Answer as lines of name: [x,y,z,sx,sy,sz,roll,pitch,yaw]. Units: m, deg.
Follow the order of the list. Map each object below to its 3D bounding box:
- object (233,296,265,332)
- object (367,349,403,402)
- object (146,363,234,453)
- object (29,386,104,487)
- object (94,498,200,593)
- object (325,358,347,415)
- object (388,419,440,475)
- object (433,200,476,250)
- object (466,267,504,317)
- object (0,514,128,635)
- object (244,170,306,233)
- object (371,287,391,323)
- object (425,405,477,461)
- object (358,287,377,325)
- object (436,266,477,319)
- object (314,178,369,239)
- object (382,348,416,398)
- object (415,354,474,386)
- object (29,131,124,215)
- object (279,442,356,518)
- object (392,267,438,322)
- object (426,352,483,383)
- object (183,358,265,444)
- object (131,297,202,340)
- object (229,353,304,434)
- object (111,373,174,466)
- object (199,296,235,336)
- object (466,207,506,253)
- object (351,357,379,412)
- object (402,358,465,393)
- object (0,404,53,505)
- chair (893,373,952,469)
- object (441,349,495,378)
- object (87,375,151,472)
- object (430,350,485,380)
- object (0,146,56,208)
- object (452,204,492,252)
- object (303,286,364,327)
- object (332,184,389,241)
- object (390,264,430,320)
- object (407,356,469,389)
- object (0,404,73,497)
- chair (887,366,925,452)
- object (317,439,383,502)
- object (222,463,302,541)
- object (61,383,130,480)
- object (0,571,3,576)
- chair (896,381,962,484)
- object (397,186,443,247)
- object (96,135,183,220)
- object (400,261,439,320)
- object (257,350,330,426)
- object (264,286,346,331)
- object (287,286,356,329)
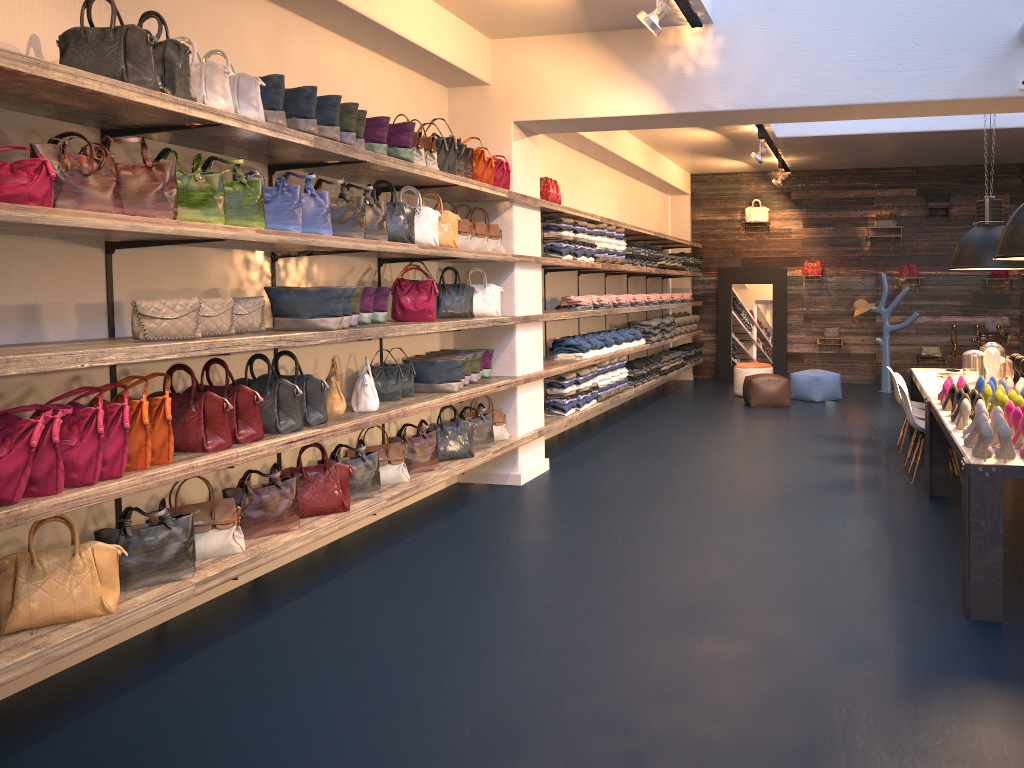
object: [-1.312,-0.336,4.168,0.096,0.175,0.292,2,6,40]
object: [-0.793,-0.050,5.399,0.253,0.328,0.101,-2,3,-28]
object: [-1.408,0.102,3.770,0.417,0.385,0.197,0,3,7]
object: [-1.592,0.194,3.100,0.293,0.341,0.227,-4,5,-40]
object: [-1.450,0.635,3.479,0.406,0.338,0.200,-3,4,-32]
object: [-1.026,0.007,4.946,0.161,0.308,0.328,-1,5,-11]
object: [-0.617,0.403,5.597,0.407,0.338,0.200,-4,5,-35]
object: [-0.456,-1.121,6.169,0.413,0.366,0.165,-3,4,-32]
object: [-0.263,-0.705,6.683,0.458,0.385,0.179,-3,4,-29]
object: [-1.619,0.648,3.099,0.461,0.385,0.177,-4,4,-35]
object: [-1.191,-0.879,4.223,0.407,0.304,0.173,-5,5,-42]
object: [-0.957,-0.485,5.386,0.420,0.235,0.177,0,4,-2]
object: [-0.436,0.329,6.021,0.462,0.385,0.177,-4,5,-38]
object: [-1.020,-0.463,5.181,0.428,0.235,0.174,-1,4,-9]
object: [-0.451,-0.673,6.396,0.462,0.385,0.177,-4,5,-38]
object: [-0.966,-0.948,4.703,0.395,0.338,0.206,-2,4,-17]
object: [-0.732,-0.068,5.559,0.253,0.328,0.101,-2,3,-28]
object: [-0.482,-0.095,6.236,0.429,0.235,0.173,-1,4,-9]
object: [-1.598,-0.769,3.212,0.185,0.304,0.382,0,5,10]
object: [-1.035,0.489,4.551,0.461,0.385,0.177,-4,4,-35]
object: [-0.639,-0.585,5.676,0.201,0.360,0.268,3,5,44]
object: [-0.422,-0.116,6.425,0.424,0.235,0.175,-1,4,-5]
object: [-1.325,0.070,3.982,0.409,0.385,0.200,1,3,14]
object: [-1.414,-0.270,3.559,0.292,0.175,0.095,-5,5,-42]
object: [-1.207,0.041,4.253,0.407,0.385,0.202,1,4,17]
object: [-1.492,0.145,3.474,0.262,0.360,0.206,-2,4,-20]
object: [-1.361,-0.303,3.866,0.096,0.175,0.291,2,6,38]
object: [-0.247,-1.178,6.688,0.413,0.366,0.165,-3,4,-32]
object: [-0.858,-0.006,5.064,0.161,0.308,0.328,-1,5,-11]
object: [-0.525,-0.057,5.861,0.421,0.231,0.177,-1,4,-3]
object: [-1.680,0.238,2.862,0.351,0.299,0.253,-5,6,-43]
chair: [3.691,0.310,7.763,0.511,0.799,0.497,1,4,26]
object: [-0.344,-0.157,6.799,0.421,0.235,0.177,-1,4,-3]
object: [-1.537,0.157,3.364,0.262,0.360,0.206,-2,4,-20]
object: [-0.411,-0.136,6.608,0.429,0.235,0.173,-1,4,-9]
object: [-1.725,-0.705,2.957,0.201,0.242,0.268,3,6,43]
object: [-0.346,-1.151,6.441,0.413,0.366,0.165,-3,4,-32]
object: [-1.037,-0.424,4.825,0.428,0.235,0.174,-1,4,-9]
object: [-0.864,-0.974,4.945,0.406,0.338,0.200,-3,4,-32]
object: [-0.666,-0.612,5.817,0.209,0.384,0.274,2,5,41]
object: [-0.513,-0.077,6.045,0.432,0.231,0.172,-1,4,-12]
object: [-1.666,0.231,2.972,0.266,0.297,0.239,-2,4,-16]
chair: [3.917,0.237,8.431,0.522,0.799,0.487,1,4,17]
object: [-0.892,0.484,4.864,0.406,0.338,0.200,-3,4,-32]
object: [-1.187,0.558,4.181,0.407,0.338,0.200,-4,5,-35]
object: [-1.548,0.183,3.209,0.293,0.341,0.227,-4,5,-40]
object: [-1.794,0.722,2.672,0.407,0.338,0.200,-4,5,-35]
chair: [3.428,0.381,7.113,0.522,0.799,0.487,1,4,17]
object: [-0.644,-1.067,5.533,0.461,0.385,0.178,-4,4,-35]
object: [-1.507,-0.807,3.408,0.397,0.338,0.205,-2,4,-19]
object: [-0.652,-0.641,5.967,0.306,0.409,0.130,-1,3,-14]
object: [-1.139,0.017,4.476,0.415,0.385,0.198,0,3,9]
object: [-1.057,-0.388,4.467,0.420,0.231,0.177,0,4,-2]
object: [-1.047,-0.406,4.638,0.431,0.231,0.172,-1,4,-11]
